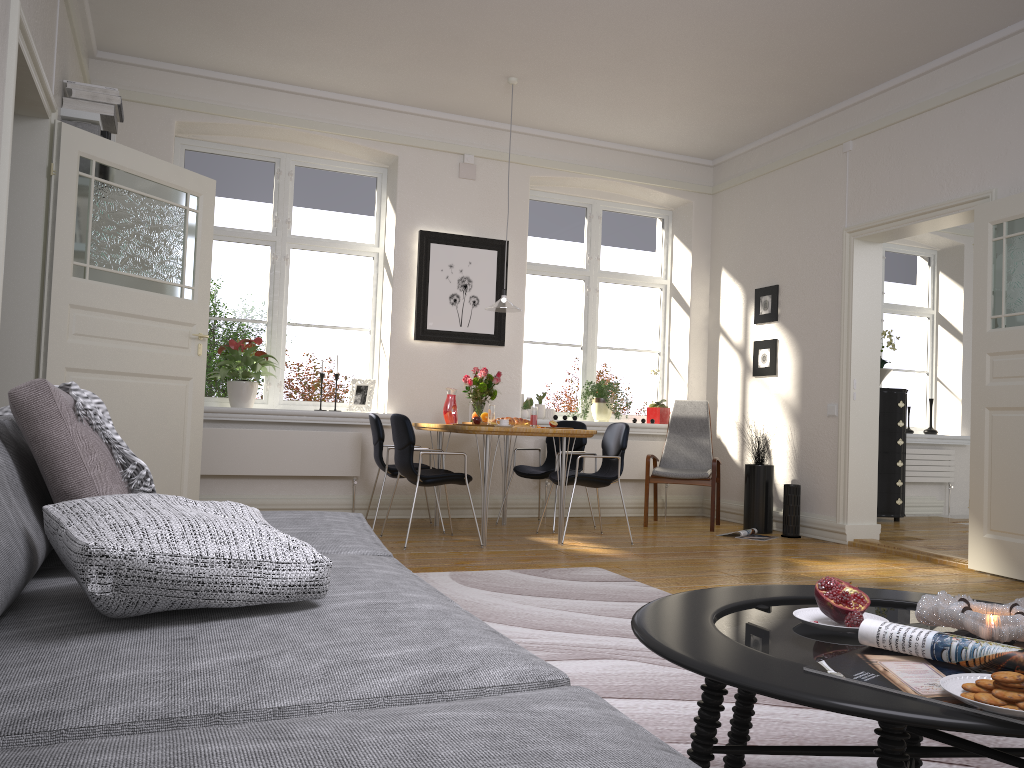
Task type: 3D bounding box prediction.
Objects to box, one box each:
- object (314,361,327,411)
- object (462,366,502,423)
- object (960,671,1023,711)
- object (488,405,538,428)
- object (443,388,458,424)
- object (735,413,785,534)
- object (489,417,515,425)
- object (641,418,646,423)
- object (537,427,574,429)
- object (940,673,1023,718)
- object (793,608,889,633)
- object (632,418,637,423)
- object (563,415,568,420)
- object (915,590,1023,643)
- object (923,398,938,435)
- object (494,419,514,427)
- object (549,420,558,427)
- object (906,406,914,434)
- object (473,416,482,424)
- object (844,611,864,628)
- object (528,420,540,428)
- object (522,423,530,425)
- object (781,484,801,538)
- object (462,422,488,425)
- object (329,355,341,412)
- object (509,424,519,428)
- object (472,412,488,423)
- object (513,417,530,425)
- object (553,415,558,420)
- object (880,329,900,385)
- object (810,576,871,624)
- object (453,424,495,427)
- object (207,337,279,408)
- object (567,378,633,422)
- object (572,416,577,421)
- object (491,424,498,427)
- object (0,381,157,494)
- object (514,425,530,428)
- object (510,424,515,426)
[{"bbox_3d":[-1.455,0.008,6.775,0.095,0.396,0.095,2,-2,0],"label":"object"},{"bbox_3d":[-0.211,0.086,6.603,0.333,0.447,0.270,4,-3,-30],"label":"object"},{"bbox_3d":[0.640,0.389,1.132,0.117,0.036,0.122,1,-3,29],"label":"object"},{"bbox_3d":[0.004,0.215,5.873,0.330,0.141,0.048,2,-2,4],"label":"object"},{"bbox_3d":[-0.449,0.163,6.489,0.093,0.267,0.117,2,-3,16],"label":"object"},{"bbox_3d":[1.903,0.681,6.867,0.419,0.924,0.361,1,-3,26],"label":"object"},{"bbox_3d":[-0.056,0.246,5.754,0.163,0.068,0.151,1,-3,16],"label":"object"},{"bbox_3d":[1.146,0.320,7.729,0.043,0.048,0.042,3,-3,-15],"label":"object"},{"bbox_3d":[0.268,0.294,5.944,0.203,0.010,0.257,3,-3,-22],"label":"object"},{"bbox_3d":[0.639,0.402,1.134,0.171,0.015,0.164,4,-3,-40],"label":"object"},{"bbox_3d":[0.599,0.433,1.615,0.165,0.015,0.170,1,-3,23],"label":"object"},{"bbox_3d":[1.065,0.316,7.695,0.043,0.048,0.042,3,-3,-15],"label":"object"},{"bbox_3d":[0.445,0.282,7.436,0.043,0.048,0.042,3,-3,-15],"label":"object"},{"bbox_3d":[0.860,0.418,1.589,0.255,0.062,0.251,3,-2,-15],"label":"object"},{"bbox_3d":[4.391,0.342,9.284,0.142,0.378,0.146,1,-3,21],"label":"object"},{"bbox_3d":[-0.049,0.248,5.586,0.128,0.049,0.132,1,-3,25],"label":"object"},{"bbox_3d":[0.272,0.261,5.845,0.053,0.048,0.062,1,-3,31],"label":"object"},{"bbox_3d":[4.067,0.370,9.082,0.109,0.280,0.105,4,-3,-37],"label":"object"},{"bbox_3d":[-0.228,0.236,5.822,0.061,0.062,0.059,3,-3,-19],"label":"object"},{"bbox_3d":[0.606,0.418,1.561,0.036,0.036,0.043,3,-2,-13],"label":"object"},{"bbox_3d":[0.132,0.277,6.114,0.128,0.049,0.132,1,-3,26],"label":"object"},{"bbox_3d":[0.081,0.275,5.941,0.107,0.036,0.071,1,-3,29],"label":"object"},{"bbox_3d":[2.082,0.945,6.597,0.142,0.390,0.147,0,-3,43],"label":"object"},{"bbox_3d":[-0.154,0.286,6.271,0.354,0.023,0.222,3,-3,-22],"label":"object"},{"bbox_3d":[-1.345,-0.013,6.788,0.095,0.448,0.095,2,-2,0],"label":"object"},{"bbox_3d":[0.007,0.270,5.693,0.030,0.020,0.140,1,-3,26],"label":"object"},{"bbox_3d":[-0.218,0.234,6.261,0.070,0.074,0.197,1,-3,27],"label":"object"},{"bbox_3d":[0.051,0.256,5.982,0.123,0.059,0.165,0,-3,36],"label":"object"},{"bbox_3d":[0.364,0.277,7.402,0.043,0.048,0.042,3,-3,-15],"label":"object"},{"bbox_3d":[3.380,-0.259,8.288,0.804,0.616,0.409,5,-3,-45],"label":"object"},{"bbox_3d":[0.600,0.399,1.629,0.109,0.082,0.089,2,-2,12],"label":"object"},{"bbox_3d":[-0.249,0.266,5.725,0.203,0.010,0.257,3,-3,-22],"label":"object"},{"bbox_3d":[-1.952,-0.085,6.463,0.548,0.520,0.522,3,-3,-18],"label":"object"},{"bbox_3d":[0.760,0.135,7.665,0.485,0.385,0.551,1,-3,29],"label":"object"},{"bbox_3d":[0.531,0.286,7.472,0.043,0.048,0.042,3,-3,-15],"label":"object"},{"bbox_3d":[-0.062,0.271,5.752,0.161,0.016,0.158,3,-2,-15],"label":"object"},{"bbox_3d":[-0.943,0.439,2.173,0.867,0.866,0.631,1,-3,33],"label":"object"},{"bbox_3d":[0.058,0.284,5.965,0.162,0.016,0.158,3,-3,-19],"label":"object"},{"bbox_3d":[-0.003,0.264,5.600,0.039,0.020,0.058,3,-3,-25],"label":"object"}]
